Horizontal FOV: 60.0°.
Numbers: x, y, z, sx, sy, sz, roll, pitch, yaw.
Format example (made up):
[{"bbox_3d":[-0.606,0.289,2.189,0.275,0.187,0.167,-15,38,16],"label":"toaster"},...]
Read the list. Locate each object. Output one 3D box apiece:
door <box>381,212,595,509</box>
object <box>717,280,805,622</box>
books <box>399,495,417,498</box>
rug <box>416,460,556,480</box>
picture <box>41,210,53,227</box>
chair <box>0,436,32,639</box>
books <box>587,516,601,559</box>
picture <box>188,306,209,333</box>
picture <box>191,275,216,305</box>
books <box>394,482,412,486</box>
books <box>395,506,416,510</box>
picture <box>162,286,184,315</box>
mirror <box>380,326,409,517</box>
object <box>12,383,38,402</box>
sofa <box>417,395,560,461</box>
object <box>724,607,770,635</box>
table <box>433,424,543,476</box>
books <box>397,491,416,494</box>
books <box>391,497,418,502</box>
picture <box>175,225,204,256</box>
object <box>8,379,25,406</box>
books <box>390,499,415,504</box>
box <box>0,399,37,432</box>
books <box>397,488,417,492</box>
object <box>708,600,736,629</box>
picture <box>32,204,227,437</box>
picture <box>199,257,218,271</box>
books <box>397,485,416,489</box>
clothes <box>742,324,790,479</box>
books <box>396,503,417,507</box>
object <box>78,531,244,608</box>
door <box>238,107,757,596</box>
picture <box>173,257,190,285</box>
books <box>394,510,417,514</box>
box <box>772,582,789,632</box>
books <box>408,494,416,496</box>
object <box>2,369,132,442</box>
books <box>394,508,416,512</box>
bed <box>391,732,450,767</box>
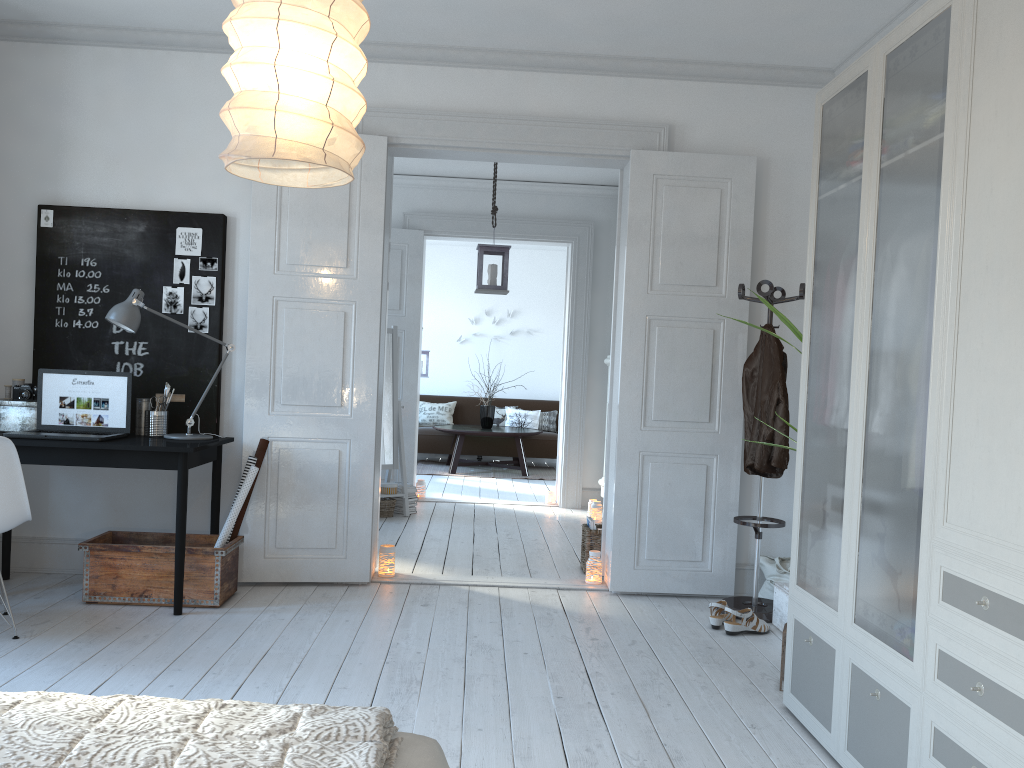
[{"bbox_3d":[-0.177,-0.194,7.846,2.599,2.506,0.577,3,2,-2],"label":"door"},{"bbox_3d":[1.262,0.325,4.456,0.374,1.659,0.374,3,2,5],"label":"object"},{"bbox_3d":[-0.867,0.897,7.115,0.178,0.016,0.128,3,1,41],"label":"books"},{"bbox_3d":[-0.305,0.998,10.494,1.710,0.055,1.455,3,1,-2],"label":"rug"},{"bbox_3d":[-2.392,-0.852,4.560,0.061,0.088,0.004,2,2,-5],"label":"picture"},{"bbox_3d":[-2.205,0.595,3.574,0.474,0.824,0.554,2,2,-37],"label":"chair"},{"bbox_3d":[0.547,0.950,5.279,0.201,0.300,0.179,3,1,-2],"label":"books"},{"bbox_3d":[-1.627,-0.335,4.602,0.103,0.136,0.001,3,2,-2],"label":"picture"},{"bbox_3d":[-1.599,-0.487,4.598,0.121,0.153,0.002,3,2,-2],"label":"picture"},{"bbox_3d":[-0.875,0.804,7.117,0.111,0.014,0.156,2,1,-23],"label":"books"},{"bbox_3d":[-0.876,0.989,7.113,0.180,0.016,0.128,3,1,43],"label":"books"},{"bbox_3d":[-1.755,-0.434,4.594,0.107,0.150,0.001,3,2,-2],"label":"picture"},{"bbox_3d":[-1.110,0.275,6.901,0.611,1.489,0.416,1,2,-37],"label":"mirror"},{"bbox_3d":[-2.345,0.040,4.273,0.137,0.087,0.073,3,1,-2],"label":"object"},{"bbox_3d":[-0.310,0.593,11.245,2.165,0.825,0.968,3,1,-2],"label":"sofa"},{"bbox_3d":[1.097,1.089,4.106,0.272,0.126,0.099,2,1,-30],"label":"object"},{"bbox_3d":[-0.295,0.774,10.462,1.300,0.503,1.299,2,1,-12],"label":"table"},{"bbox_3d":[-0.870,0.863,7.109,0.128,0.016,0.180,2,1,-31],"label":"books"},{"bbox_3d":[-0.867,0.917,7.107,0.193,0.022,0.128,3,1,30],"label":"books"},{"bbox_3d":[-1.670,-0.743,4.588,0.147,0.154,0.004,3,2,-2],"label":"picture"},{"bbox_3d":[-2.443,0.040,4.337,0.056,0.130,0.167,2,1,-4],"label":"object"},{"bbox_3d":[-0.882,0.940,7.114,0.167,0.022,0.128,3,1,32],"label":"books"},{"bbox_3d":[-2.414,0.155,4.365,0.317,0.152,0.193,3,1,-2],"label":"box"},{"bbox_3d":[-0.861,0.842,7.103,0.128,0.026,0.200,2,1,-31],"label":"books"},{"bbox_3d":[1.001,1.084,4.243,0.099,0.126,0.272,3,1,30],"label":"object"},{"bbox_3d":[-1.994,-0.319,4.619,0.953,1.173,0.064,3,2,-2],"label":"picture"},{"bbox_3d":[-1.574,-0.624,4.596,0.095,0.071,0.001,3,2,-2],"label":"picture"},{"bbox_3d":[-0.866,0.820,7.106,0.132,0.017,0.186,2,1,-29],"label":"books"},{"bbox_3d":[1.258,0.085,4.379,0.237,0.770,0.211,3,2,31],"label":"clothes"},{"bbox_3d":[-0.873,0.960,7.111,0.186,0.017,0.132,3,1,35],"label":"books"},{"bbox_3d":[-1.666,0.884,4.242,0.664,0.282,0.339,3,1,-2],"label":"object"},{"bbox_3d":[-0.066,-0.160,4.834,2.599,2.506,0.577,3,2,-2],"label":"door"},{"bbox_3d":[-1.711,-0.584,4.592,0.083,0.146,0.002,3,2,-2],"label":"picture"},{"bbox_3d":[-0.873,1.023,7.119,0.178,0.016,0.128,3,1,36],"label":"books"},{"bbox_3d":[1.441,1.059,3.962,0.376,0.218,0.641,3,1,-2],"label":"box"},{"bbox_3d":[-0.871,0.879,7.113,0.128,0.016,0.176,2,1,-36],"label":"books"},{"bbox_3d":[-2.056,0.094,4.118,0.445,0.315,0.325,3,1,-2],"label":"object"},{"bbox_3d":[-0.876,1.005,7.116,0.176,0.016,0.128,3,1,39],"label":"books"},{"bbox_3d":[-0.880,0.573,0.489,1.888,1.047,2.175,3,1,-2],"label":"bed"}]
